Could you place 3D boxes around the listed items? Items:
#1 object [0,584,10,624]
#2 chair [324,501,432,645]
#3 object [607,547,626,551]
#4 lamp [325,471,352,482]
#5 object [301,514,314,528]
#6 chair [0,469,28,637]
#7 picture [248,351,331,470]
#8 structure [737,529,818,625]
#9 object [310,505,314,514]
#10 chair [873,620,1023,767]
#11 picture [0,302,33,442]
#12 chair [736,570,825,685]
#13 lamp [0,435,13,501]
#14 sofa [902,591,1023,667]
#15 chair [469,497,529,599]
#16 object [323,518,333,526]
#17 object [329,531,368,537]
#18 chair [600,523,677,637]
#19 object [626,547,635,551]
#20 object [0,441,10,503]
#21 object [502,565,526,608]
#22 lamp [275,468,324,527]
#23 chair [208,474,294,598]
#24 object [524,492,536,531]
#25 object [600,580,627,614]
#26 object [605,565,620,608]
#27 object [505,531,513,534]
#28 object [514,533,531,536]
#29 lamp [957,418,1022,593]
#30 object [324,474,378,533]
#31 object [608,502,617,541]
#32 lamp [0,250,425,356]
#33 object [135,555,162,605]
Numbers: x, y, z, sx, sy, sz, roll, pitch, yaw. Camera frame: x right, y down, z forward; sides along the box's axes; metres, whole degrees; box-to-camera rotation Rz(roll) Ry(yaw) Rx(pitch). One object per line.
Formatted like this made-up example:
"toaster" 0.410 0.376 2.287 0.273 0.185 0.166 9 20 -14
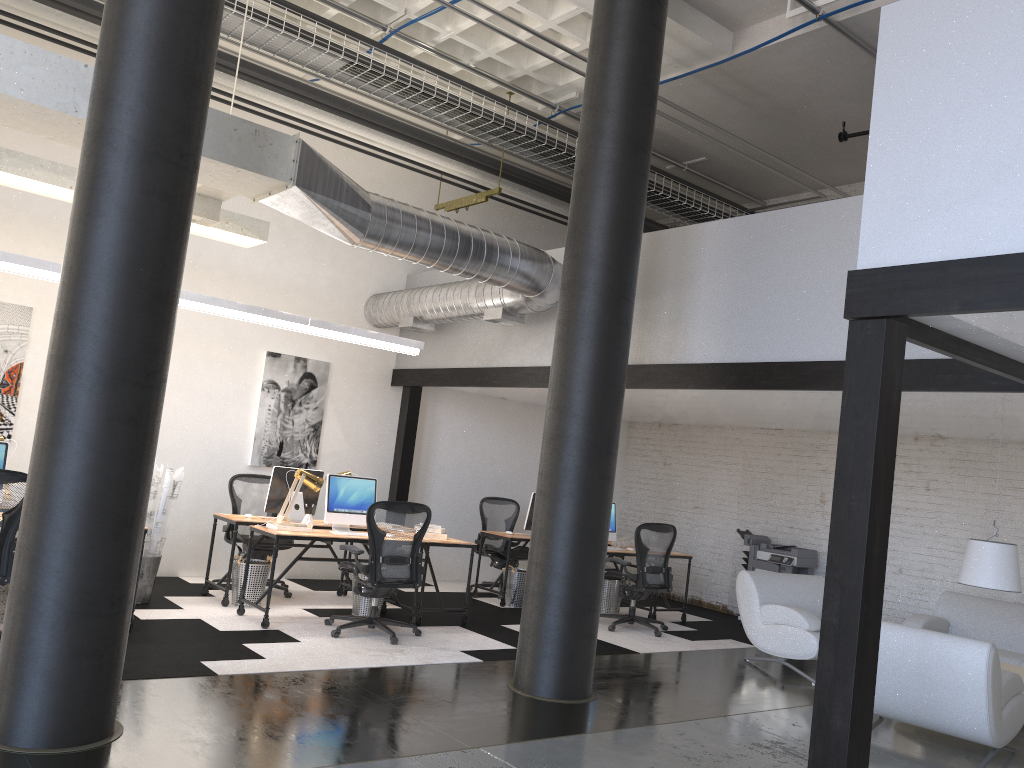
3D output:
"object" -3.479 1.387 6.013 0.359 0.434 0.353 11 -6 -42
"chair" -1.084 1.454 7.101 0.792 1.084 0.771 4 -6 35
"object" 0.998 1.709 9.219 0.439 0.017 0.118 11 -7 -38
"lamp" -1.595 1.042 8.295 0.345 0.469 0.127 11 -6 -38
"object" -1.724 1.162 7.485 0.101 0.126 0.101 6 -5 7
"chair" -3.297 1.014 5.276 0.792 1.084 0.771 4 -6 35
"picture" -2.325 0.300 9.313 0.732 1.182 0.049 11 -6 -38
"structure" 2.932 2.220 9.930 0.504 1.056 1.057 11 -6 -38
"object" -1.713 1.122 7.503 0.008 0.207 0.054 4 -5 35
"chair" 2.677 1.943 5.760 1.006 0.784 1.027 2 -7 43
"picture" -4.567 -0.141 7.521 0.732 1.182 0.049 11 -6 -38
"chair" 2.676 2.138 7.848 1.008 0.784 1.026 9 -6 -27
"lamp" -3.808 0.602 6.470 0.345 0.469 0.127 11 -6 -38
"sofa" 4.517 2.338 7.541 1.017 0.776 2.136 11 -6 -38
"chair" -0.046 1.867 10.173 0.792 1.084 0.771 4 -6 35
"object" -1.658 1.223 8.061 0.101 0.126 0.101 6 -5 7
"object" -1.313 1.263 7.453 0.439 0.017 0.118 11 -7 -38
"chair" 1.227 1.900 8.867 0.792 1.084 0.771 4 -6 35
"object" 1.257 1.753 9.416 0.059 0.029 0.106 11 -7 -37
"object" -3.616 0.596 5.836 0.484 0.485 0.189 11 -6 -38
"object" 0.058 2.133 9.387 0.359 0.434 0.353 11 -6 -42
"lamp" -1.736 0.931 7.282 0.345 0.469 0.126 11 -6 -38
"chair" -2.357 1.420 8.407 0.792 1.084 0.771 4 -6 35
"object" 0.377 1.441 9.678 0.484 0.485 0.189 11 -6 -38
"object" 1.046 2.273 9.603 0.359 0.434 0.353 11 -6 -42
"object" 0.968 2.320 10.286 0.221 0.454 0.543 11 -6 -38
"object" -0.027 1.618 9.654 0.059 0.029 0.106 11 -7 -37
"object" 0.230 1.674 9.850 0.439 0.017 0.118 11 -7 -38
"lamp" 3.702 0.878 6.778 0.436 1.345 0.436 9 -5 -24
"object" -1.403 1.036 7.661 0.484 0.485 0.189 11 -6 -38
"object" 0.908 1.482 9.427 0.484 0.485 0.189 11 -6 -38
"lamp" -3.565 -2.197 6.314 7.312 2.861 0.226 11 -6 -38
"object" -3.057 1.578 7.196 0.353 0.398 0.353 6 -5 7
